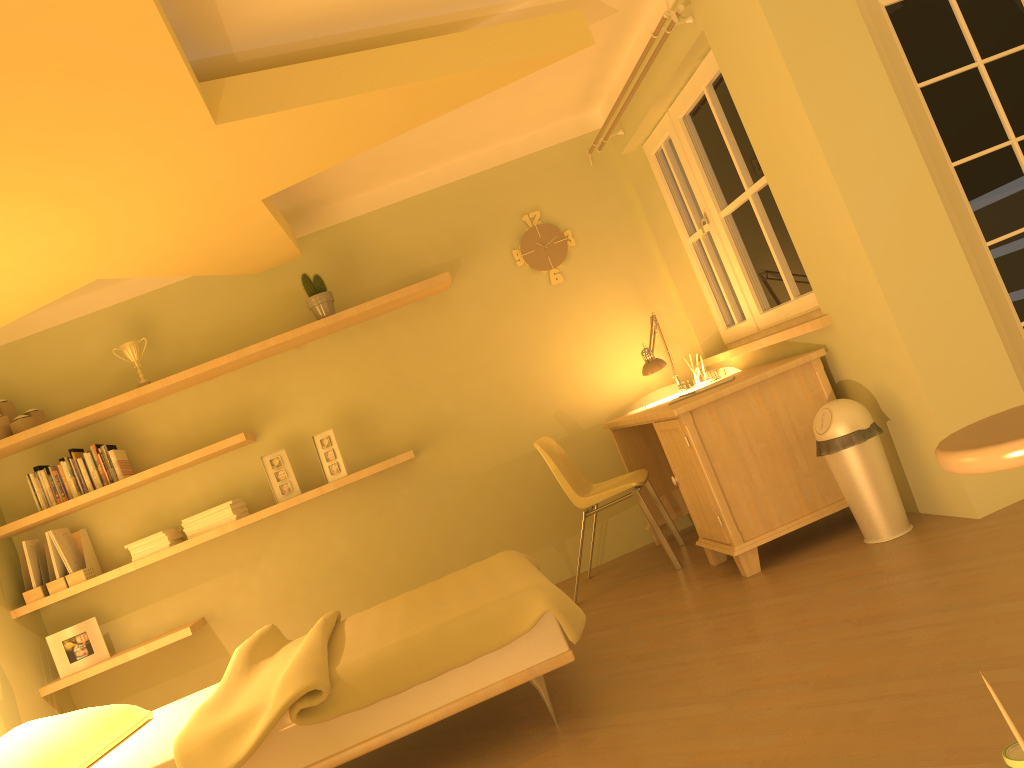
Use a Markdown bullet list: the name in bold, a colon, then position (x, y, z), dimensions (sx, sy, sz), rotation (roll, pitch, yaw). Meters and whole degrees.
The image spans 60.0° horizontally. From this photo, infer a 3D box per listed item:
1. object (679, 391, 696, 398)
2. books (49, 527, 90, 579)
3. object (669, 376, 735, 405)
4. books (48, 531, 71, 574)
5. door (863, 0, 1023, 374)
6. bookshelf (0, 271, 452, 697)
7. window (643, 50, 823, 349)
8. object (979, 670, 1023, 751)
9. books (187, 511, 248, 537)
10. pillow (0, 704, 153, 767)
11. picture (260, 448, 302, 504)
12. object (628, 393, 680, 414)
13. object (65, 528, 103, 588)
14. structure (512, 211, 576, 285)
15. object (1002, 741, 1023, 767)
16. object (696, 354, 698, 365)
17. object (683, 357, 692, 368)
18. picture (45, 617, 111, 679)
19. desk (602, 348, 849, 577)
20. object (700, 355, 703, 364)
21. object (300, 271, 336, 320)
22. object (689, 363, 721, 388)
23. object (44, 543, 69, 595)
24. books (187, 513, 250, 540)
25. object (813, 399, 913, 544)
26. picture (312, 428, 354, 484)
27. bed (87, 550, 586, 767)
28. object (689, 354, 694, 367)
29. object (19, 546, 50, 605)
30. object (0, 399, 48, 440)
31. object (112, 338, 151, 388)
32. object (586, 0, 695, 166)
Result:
- **object**: position (0.797, 0.048, 4.043), dimensions (0.008, 0.009, 0.166), rotation (-21, -2, -16)
- **books**: position (-2.223, 0.865, 4.484), dimensions (0.043, 0.296, 0.210), rotation (-22, -2, -7)
- **object**: position (0.865, 0.028, 4.031), dimensions (0.300, 0.010, 0.210), rotation (-23, -3, 18)
- **books**: position (-2.231, 0.868, 4.479), dimensions (0.036, 0.296, 0.210), rotation (-22, -2, -7)
- **door**: position (1.985, -0.751, 3.383), dimensions (0.884, 2.033, 0.098), rotation (-22, -2, -7)
- **bookshelf**: position (-1.316, 0.472, 4.618), dimensions (2.605, 1.240, 0.300), rotation (-22, -2, -7)
- **window**: position (1.069, -0.844, 4.330), dimensions (0.142, 1.263, 1.486), rotation (-22, -2, -7)
- **object**: position (0.769, 0.572, 1.284), dimensions (0.010, 0.278, 0.172), rotation (-22, -2, 5)
- **books**: position (-1.515, 0.720, 4.575), dimensions (0.270, 0.015, 0.190), rotation (-22, -2, 0)
- **pillow**: position (-1.617, 1.267, 2.978), dimensions (0.482, 0.213, 0.801), rotation (-22, -2, 3)
- **picture**: position (-1.211, 0.484, 4.681), dimensions (0.134, 0.264, 0.171), rotation (-22, -2, -8)
- **object**: position (0.754, 0.105, 4.724), dimensions (0.300, 0.009, 0.040), rotation (-23, -3, 23)
- **object**: position (-2.197, 0.876, 4.486), dimensions (0.087, 0.259, 0.236), rotation (-22, -2, -7)
- **structure**: position (0.184, -0.771, 5.020), dimensions (0.360, 0.432, 0.027), rotation (-22, -2, -7)
- **object**: position (0.878, 0.650, 1.493), dimensions (0.073, 0.073, 0.073), rotation (-22, -2, -3)
- **object**: position (1.005, -0.084, 4.798), dimensions (0.008, 0.155, 0.073), rotation (-20, -3, -43)
- **object**: position (0.979, -0.078, 4.817), dimensions (0.053, 0.162, 0.009), rotation (-21, -3, -32)
- **picture**: position (-2.171, 1.317, 4.440), dimensions (0.247, 0.219, 0.131), rotation (-21, -3, -30)
- **desk**: position (1.008, 0.372, 4.211), dimensions (0.684, 0.720, 1.396), rotation (-22, -2, -7)
- **object**: position (1.022, -0.084, 4.743), dimensions (0.010, 0.138, 0.043), rotation (-20, -3, -33)
- **object**: position (-1.029, -0.470, 4.701), dimensions (0.145, 0.294, 0.145), rotation (-21, -3, -26)
- **object**: position (1.012, -0.052, 4.721), dimensions (0.070, 0.105, 0.240), rotation (-21, -2, -15)
- **object**: position (-2.286, 0.912, 4.474), dimensions (0.087, 0.259, 0.236), rotation (-22, -2, -7)
- **books**: position (-1.510, 0.734, 4.574), dimensions (0.270, 0.015, 0.190), rotation (-22, -2, 3)
- **object**: position (1.304, 0.311, 3.321), dimensions (0.255, 0.535, 0.248), rotation (-23, -3, 27)
- **picture**: position (-0.928, 0.370, 4.678), dimensions (0.134, 0.264, 0.171), rotation (-23, -3, 19)
- **bed**: position (-0.969, 1.025, 3.057), dimensions (2.378, 0.894, 1.286), rotation (-22, -2, -7)
- **object**: position (0.988, -0.081, 4.830), dimensions (0.034, 0.165, 0.009), rotation (-21, -2, -15)
- **object**: position (-2.402, 0.958, 4.457), dimensions (0.087, 0.259, 0.236), rotation (-21, -2, -13)
- **object**: position (-2.588, 0.187, 4.501), dimensions (0.349, 0.229, 0.234), rotation (-22, -2, -6)
- **object**: position (-1.947, -0.088, 4.615), dimensions (0.160, 0.268, 0.095), rotation (-20, -3, -37)
- **object**: position (0.602, -1.389, 4.249), dimensions (0.190, 0.113, 1.708), rotation (-22, -2, -7)
